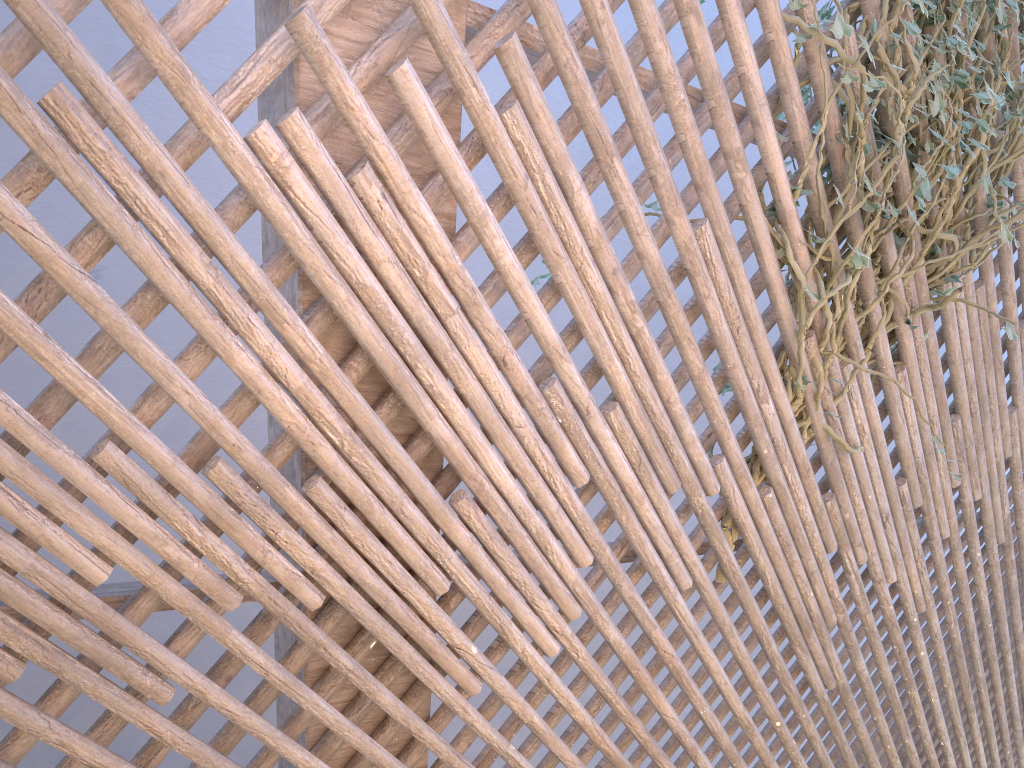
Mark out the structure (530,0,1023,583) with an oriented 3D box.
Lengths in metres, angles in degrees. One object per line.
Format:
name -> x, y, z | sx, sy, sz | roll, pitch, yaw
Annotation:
structure -> 1.101, -0.927, 1.738 | 2.312, 2.992, 0.674 | -5, 22, -36
